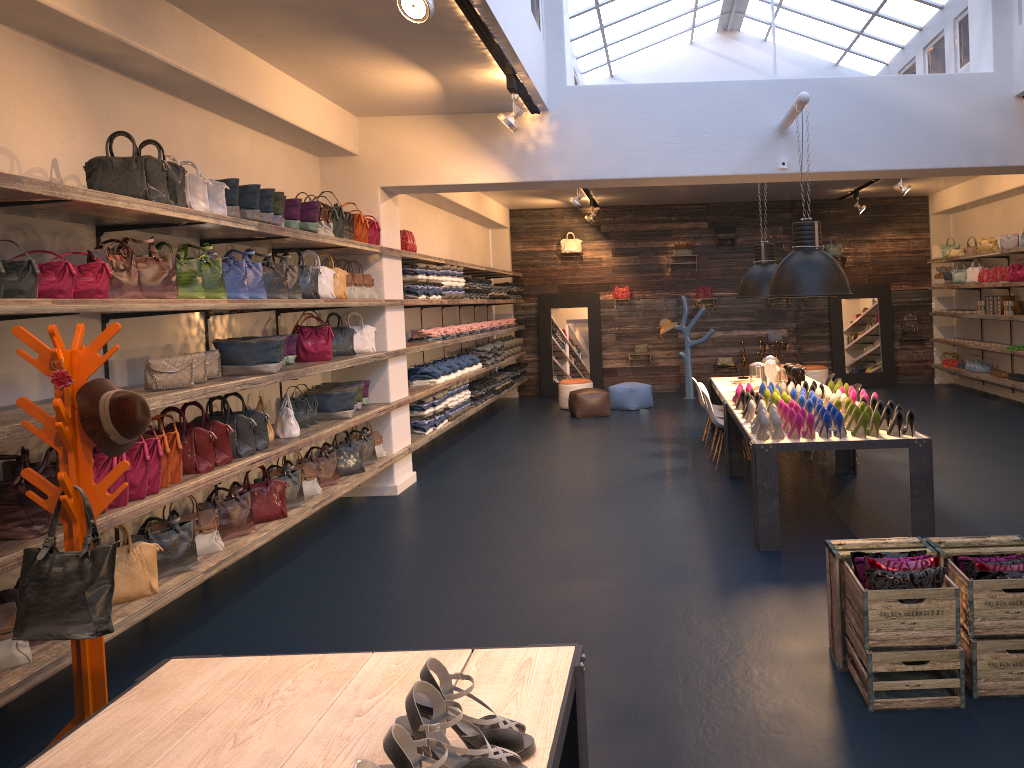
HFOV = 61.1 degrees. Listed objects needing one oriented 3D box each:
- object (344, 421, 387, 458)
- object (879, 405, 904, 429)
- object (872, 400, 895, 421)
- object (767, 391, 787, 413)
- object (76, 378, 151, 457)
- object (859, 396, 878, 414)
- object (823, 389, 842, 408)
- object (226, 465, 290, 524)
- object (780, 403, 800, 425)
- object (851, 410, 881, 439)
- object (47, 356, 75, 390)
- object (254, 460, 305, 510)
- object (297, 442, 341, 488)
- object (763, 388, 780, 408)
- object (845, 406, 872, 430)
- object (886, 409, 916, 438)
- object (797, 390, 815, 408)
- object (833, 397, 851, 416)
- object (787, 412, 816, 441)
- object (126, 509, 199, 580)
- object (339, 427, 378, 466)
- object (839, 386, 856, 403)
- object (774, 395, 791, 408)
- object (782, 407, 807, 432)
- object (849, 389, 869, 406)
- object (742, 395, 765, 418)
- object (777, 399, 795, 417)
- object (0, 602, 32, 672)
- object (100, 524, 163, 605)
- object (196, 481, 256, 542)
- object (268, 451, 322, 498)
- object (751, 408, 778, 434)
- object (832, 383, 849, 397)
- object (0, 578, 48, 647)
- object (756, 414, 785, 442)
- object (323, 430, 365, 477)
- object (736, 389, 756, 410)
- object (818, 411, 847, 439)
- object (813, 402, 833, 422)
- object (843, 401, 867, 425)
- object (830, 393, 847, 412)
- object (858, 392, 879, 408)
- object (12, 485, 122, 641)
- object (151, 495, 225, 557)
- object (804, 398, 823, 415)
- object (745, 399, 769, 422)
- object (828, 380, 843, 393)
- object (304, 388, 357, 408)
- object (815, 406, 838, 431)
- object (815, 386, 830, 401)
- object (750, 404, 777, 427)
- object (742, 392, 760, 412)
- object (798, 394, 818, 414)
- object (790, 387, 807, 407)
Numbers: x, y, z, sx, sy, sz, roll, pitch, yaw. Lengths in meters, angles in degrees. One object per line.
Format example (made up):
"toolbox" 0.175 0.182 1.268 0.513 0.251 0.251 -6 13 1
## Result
"object" -1.348 0.507 7.912 0.417 0.366 0.164 -6 4 -44
"object" 2.781 0.238 6.375 0.200 0.195 0.245 -2 4 6
"object" 2.843 0.210 6.655 0.200 0.195 0.245 -2 4 6
"object" 2.298 0.151 7.489 0.200 0.195 0.245 -2 4 6
"object" -1.423 0.122 3.167 0.178 0.289 0.280 -1 3 14
"object" 2.845 0.184 6.943 0.195 0.195 0.251 -1 4 14
"object" 2.765 0.136 7.495 0.200 0.195 0.245 -2 4 6
"object" -1.658 0.707 5.669 0.177 0.385 0.462 0 4 43
"object" 2.136 0.233 6.658 0.197 0.195 0.249 -1 4 10
"object" 2.491 0.272 6.100 0.204 0.195 0.240 -2 4 -1
"object" -1.565 -0.039 3.014 0.081 0.112 0.063 -3 3 -15
"object" -1.587 0.704 5.994 0.409 0.338 0.199 -6 4 -44
"object" -1.481 0.631 6.743 0.199 0.338 0.408 0 4 43
"object" 2.324 0.124 7.783 0.198 0.195 0.248 -2 4 9
"object" 2.554 0.246 6.372 0.200 0.195 0.245 -2 4 6
"object" 2.737 0.265 6.093 0.200 0.195 0.245 -2 4 6
"object" 2.538 0.143 7.502 0.200 0.195 0.245 -2 4 6
"object" 2.619 0.194 6.914 0.200 0.195 0.245 -2 4 6
"object" 2.040 0.287 6.102 0.201 0.195 0.243 -2 4 3
"object" -1.824 0.842 4.571 0.409 0.338 0.199 -6 4 -44
"object" -1.322 0.550 7.576 0.409 0.338 0.199 -6 4 -44
"object" 2.981 0.104 7.770 0.200 0.195 0.245 -2 4 6
"object" 2.240 0.180 7.200 0.200 0.195 0.245 -2 4 6
"object" 2.085 0.259 6.388 0.200 0.195 0.245 -2 4 6
"object" 2.980 0.130 7.485 0.196 0.195 0.250 -1 4 13
"object" 2.021 0.184 7.233 0.202 0.195 0.242 -2 4 1
"object" 2.191 0.207 6.921 0.195 0.195 0.251 -1 4 14
"object" -2.109 0.948 3.362 0.417 0.366 0.164 -6 4 -44
"object" -1.907 0.851 4.178 0.177 0.385 0.462 0 4 43
"object" -1.724 0.772 5.287 0.199 0.338 0.408 0 4 43
"object" -1.607 0.657 6.367 0.417 0.366 0.164 -6 4 -44
"object" 1.862 0.267 6.378 0.205 0.195 0.239 -2 4 -3
"object" 3.035 0.079 8.025 0.200 0.195 0.245 -2 4 6
"object" -1.983 0.922 3.738 0.199 0.338 0.408 0 4 43
"object" 1.814 0.295 6.093 0.197 0.195 0.249 -1 4 11
"object" -1.397 0.560 7.180 0.177 0.385 0.461 0 4 40
"object" 2.102 0.132 7.769 0.200 0.195 0.245 -2 4 6
"object" 2.261 0.278 6.123 0.195 0.195 0.251 -1 4 14
"object" 2.386 0.223 6.673 0.201 0.195 0.244 -2 4 4
"object" 2.615 0.220 6.629 0.202 0.195 0.242 -2 4 2
"object" 2.702 0.163 7.215 0.200 0.195 0.245 -2 4 6
"object" 2.944 0.157 7.200 0.202 0.195 0.243 -2 4 2
"object" -1.558 0.626 3.020 0.367 0.523 0.206 -2 2 10
"object" -1.851 0.798 4.907 0.417 0.366 0.164 -6 4 -44
"object" 2.402 0.199 6.935 0.200 0.195 0.245 -2 4 6
"object" 1.966 0.211 6.961 0.195 0.195 0.251 -1 4 14
"object" 3.076 0.052 8.295 0.200 0.195 0.245 -2 4 6
"object" -1.497 0.159 7.191 0.445 0.231 0.167 -4 3 -24
"object" 2.325 0.249 6.413 0.200 0.195 0.245 -2 4 6
"object" 2.759 0.112 7.756 0.202 0.195 0.242 -2 4 2
"object" 1.935 0.240 6.656 0.208 0.195 0.236 -3 4 -8
"object" 2.086 0.157 7.507 0.195 0.195 0.251 -1 4 14
"object" 2.465 0.169 7.242 0.206 0.195 0.246 -2 4 6
"object" 2.554 0.116 7.781 0.200 0.195 0.245 -2 4 6
